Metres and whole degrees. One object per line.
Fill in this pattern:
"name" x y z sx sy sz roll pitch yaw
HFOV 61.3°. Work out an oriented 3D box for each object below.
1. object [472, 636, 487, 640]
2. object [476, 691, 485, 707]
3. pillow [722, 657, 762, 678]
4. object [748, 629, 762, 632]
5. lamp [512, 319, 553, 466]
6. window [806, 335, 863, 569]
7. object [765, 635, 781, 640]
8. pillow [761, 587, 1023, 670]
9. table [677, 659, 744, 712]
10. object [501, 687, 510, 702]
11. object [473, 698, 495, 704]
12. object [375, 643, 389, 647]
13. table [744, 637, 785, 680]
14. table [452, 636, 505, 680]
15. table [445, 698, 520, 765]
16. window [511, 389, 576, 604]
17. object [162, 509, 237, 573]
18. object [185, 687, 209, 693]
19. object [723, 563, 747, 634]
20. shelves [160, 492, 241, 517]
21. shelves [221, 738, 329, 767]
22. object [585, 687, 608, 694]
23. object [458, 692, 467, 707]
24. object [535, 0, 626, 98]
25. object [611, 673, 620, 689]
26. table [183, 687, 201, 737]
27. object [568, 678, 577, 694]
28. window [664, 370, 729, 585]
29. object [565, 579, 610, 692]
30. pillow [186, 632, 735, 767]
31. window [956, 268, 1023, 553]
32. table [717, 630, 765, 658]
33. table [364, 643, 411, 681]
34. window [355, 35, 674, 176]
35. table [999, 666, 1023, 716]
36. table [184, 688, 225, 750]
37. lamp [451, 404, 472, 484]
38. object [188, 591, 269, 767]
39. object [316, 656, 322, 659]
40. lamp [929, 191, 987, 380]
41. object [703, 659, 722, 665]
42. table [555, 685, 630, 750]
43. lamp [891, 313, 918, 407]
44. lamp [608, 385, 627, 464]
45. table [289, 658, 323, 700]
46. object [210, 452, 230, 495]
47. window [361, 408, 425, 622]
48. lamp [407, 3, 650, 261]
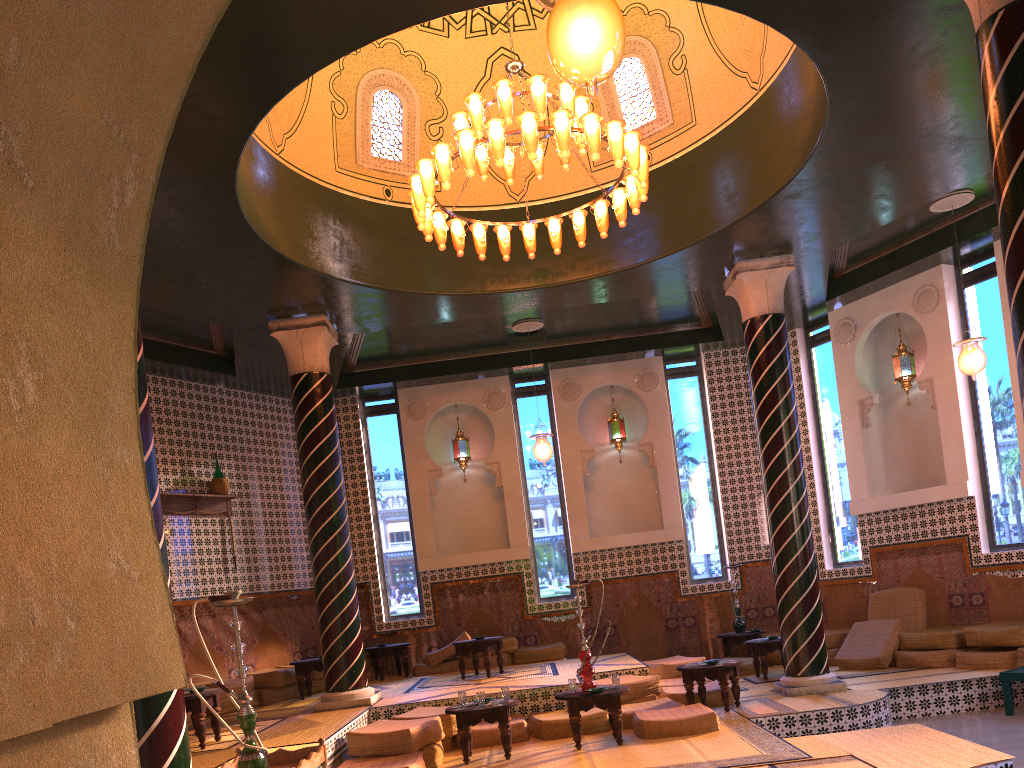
"object" -0.511 4.035 13.705 0.253 0.045 0.255 -10 -14 15
"object" -0.335 3.430 9.382 0.091 0.162 0.094 -5 -4 -22
"pillow" 3.651 4.782 14.519 0.969 0.275 0.979 0 -14 -28
"object" 4.281 4.339 15.180 0.253 0.045 0.255 -10 -14 15
"lamp" 0.391 0.184 13.961 0.517 2.309 0.524 -7 -1 -11
"window" 5.629 1.175 14.896 0.090 3.985 0.786 -7 -1 -30
"object" 4.035 3.924 13.347 0.253 0.045 0.255 -10 -14 15
"pillow" 5.912 3.736 13.212 1.395 1.181 5.936 -2 -14 -30
"table" 2.553 3.857 10.990 0.857 0.584 0.841 -14 -11 35
"object" -0.069 3.445 9.576 0.091 0.162 0.094 -5 -4 -22
"object" -0.317 3.554 9.659 0.250 0.045 0.257 6 -18 -43
"object" -2.327 4.669 15.415 0.253 0.045 0.255 -10 -14 15
"table" 4.070 4.259 13.402 0.834 0.584 0.863 0 -11 -35
"table" -0.497 4.355 13.707 0.844 0.584 0.853 -9 -10 12
"table" -0.294 3.850 9.571 0.835 0.584 0.862 -5 -9 -9
"window" 0.597 2.118 16.278 0.775 3.985 0.091 -7 0 1
"object" -5.111 2.459 13.451 0.061 1.035 1.995 -7 -10 29
"object" -3.451 3.361 9.459 0.253 0.045 0.255 -10 -14 15
"object" 3.950 3.806 15.322 0.305 1.249 0.459 -8 -2 36
"shelves" -5.726 1.683 12.407 0.259 0.338 4.516 -10 -13 29
"shelves" -1.623 3.115 5.728 0.747 1.280 1.208 -7 -7 1
"object" 0.922 3.336 9.380 0.250 0.045 0.257 6 -18 -43
"object" -0.545 3.504 9.585 0.091 0.162 0.094 -4 -5 -42
"object" 0.193 -2.316 3.551 0.517 2.309 0.524 -7 -1 -11
"object" 1.153 3.299 9.584 0.091 0.162 0.094 -5 -4 -22
"table" -4.037 3.920 10.160 0.858 0.584 0.839 -15 -12 39
"object" 0.677 3.359 9.593 0.092 0.162 0.093 -7 -4 3
"window" 3.435 1.763 16.226 0.775 3.985 0.091 -7 0 1
"object" 0.864 2.788 9.601 0.467 1.248 0.300 -8 -1 17
"pillow" -2.032 4.184 11.220 10.037 1.254 10.188 -7 -13 1
"window" 7.000 0.403 12.395 0.090 3.985 0.786 -7 -1 -30
"table" 4.098 4.722 15.344 0.843 0.584 0.855 -9 -9 9
"table" -2.205 5.010 15.551 0.847 0.584 0.850 -10 -10 18
"window" 0.022 -4.027 8.920 5.877 1.152 5.521 -16 -16 35
"table" 6.904 3.607 9.999 0.847 0.608 2.063 -2 -13 -29
"table" -3.553 3.691 9.456 0.858 0.584 0.839 -15 -12 39
"lamp" -0.973 1.110 16.350 0.329 1.559 0.357 -8 -1 34
"object" -1.796 1.962 5.534 0.465 1.249 0.299 -7 -1 8
"object" -2.980 4.326 13.675 0.253 0.045 0.255 -10 -14 15
"lamp" 5.716 -1.190 10.949 0.517 2.309 0.524 -7 -1 -11
"object" 2.533 3.516 10.901 0.249 0.045 0.259 -3 -14 -14
"table" 0.922 3.710 9.604 0.834 0.584 0.863 0 -11 -35
"lamp" 6.200 -0.403 13.685 0.357 1.559 0.329 -6 -1 -26
"lamp" 1.969 0.746 16.316 0.366 1.559 0.321 -8 -1 34
"table" -3.072 4.667 13.703 0.841 0.584 0.857 -8 -9 6
"object" -4.782 1.471 14.062 0.307 0.719 0.297 -9 -3 42
"window" -2.240 2.474 16.330 0.775 3.985 0.091 -7 0 1
"lamp" -0.067 -3.989 8.792 2.481 4.587 2.491 -7 -4 8
